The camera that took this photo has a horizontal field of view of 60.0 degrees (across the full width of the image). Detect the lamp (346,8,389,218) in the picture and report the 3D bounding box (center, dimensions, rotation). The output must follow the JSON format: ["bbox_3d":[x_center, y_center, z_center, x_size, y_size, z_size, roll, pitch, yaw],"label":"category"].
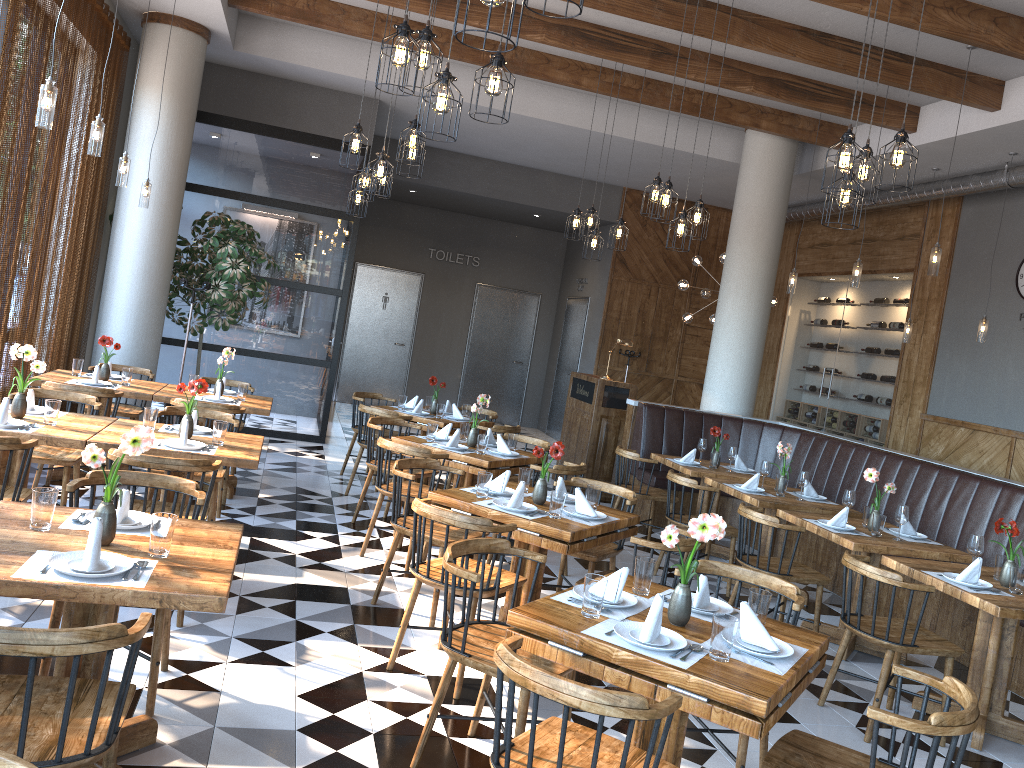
[{"bbox_3d":[-1.252,-2.544,8.024,0.175,2.069,0.175,9,1,-2],"label":"lamp"}]

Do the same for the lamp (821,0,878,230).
[{"bbox_3d":[1.854,-1.832,4.546,0.174,2.069,0.176,8,1,-44],"label":"lamp"}]

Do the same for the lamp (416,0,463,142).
[{"bbox_3d":[-0.173,-2.125,3.950,0.175,2.069,0.175,9,1,5],"label":"lamp"}]

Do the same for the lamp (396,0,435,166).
[{"bbox_3d":[-0.549,-2.549,6.116,0.174,2.069,0.175,9,1,-20],"label":"lamp"}]

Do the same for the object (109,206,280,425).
[{"bbox_3d":[-3.441,-0.744,9.260,1.630,2.590,1.385,8,2,-30],"label":"object"}]

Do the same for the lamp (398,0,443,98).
[{"bbox_3d":[-0.277,-2.386,4.129,0.175,2.069,0.175,9,1,5],"label":"lamp"}]

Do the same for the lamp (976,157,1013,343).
[{"bbox_3d":[4.602,-1.363,8.387,0.078,1.962,0.078,9,1,-28],"label":"lamp"}]

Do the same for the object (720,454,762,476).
[{"bbox_3d":[2.040,0.699,7.849,0.271,0.137,0.353,8,3,-14],"label":"object"}]

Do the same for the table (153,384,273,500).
[{"bbox_3d":[-2.423,0.476,7.120,0.849,0.763,0.853,9,2,-14],"label":"table"}]

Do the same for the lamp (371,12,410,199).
[{"bbox_3d":[-1.052,-2.755,8.183,0.175,2.069,0.175,9,1,-2],"label":"lamp"}]

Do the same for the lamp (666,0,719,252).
[{"bbox_3d":[1.412,-2.030,6.662,0.174,2.069,0.175,9,1,-31],"label":"lamp"}]

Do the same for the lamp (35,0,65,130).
[{"bbox_3d":[-2.286,-2.304,4.602,0.078,1.962,0.078,9,1,-7],"label":"lamp"}]

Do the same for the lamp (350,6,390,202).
[{"bbox_3d":[-1.261,-2.734,8.233,0.175,2.069,0.175,9,1,-13],"label":"lamp"}]

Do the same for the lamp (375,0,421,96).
[{"bbox_3d":[-0.358,-2.330,3.934,0.175,2.069,0.175,9,1,-6],"label":"lamp"}]

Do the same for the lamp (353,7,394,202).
[{"bbox_3d":[-1.151,-2.648,7.816,0.174,2.069,0.175,9,1,-35],"label":"lamp"}]

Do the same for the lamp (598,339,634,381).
[{"bbox_3d":[1.132,-0.145,9.827,0.444,0.756,0.170,8,2,-39],"label":"lamp"}]

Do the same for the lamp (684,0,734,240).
[{"bbox_3d":[1.572,-2.147,6.831,0.175,2.069,0.174,10,1,26],"label":"lamp"}]

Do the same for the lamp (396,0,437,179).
[{"bbox_3d":[-0.573,-2.509,6.325,0.174,2.069,0.175,9,1,-31],"label":"lamp"}]

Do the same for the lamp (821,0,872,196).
[{"bbox_3d":[1.776,-1.965,4.345,0.175,2.069,0.175,9,1,13],"label":"lamp"}]

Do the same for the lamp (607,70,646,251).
[{"bbox_3d":[1.168,-2.312,8.497,0.175,2.069,0.175,9,1,-4],"label":"lamp"}]

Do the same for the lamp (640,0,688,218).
[{"bbox_3d":[1.230,-2.297,6.722,0.174,2.069,0.175,9,1,-31],"label":"lamp"}]

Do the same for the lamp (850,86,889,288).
[{"bbox_3d":[3.250,-1.842,7.983,0.078,1.962,0.078,9,1,-28],"label":"lamp"}]

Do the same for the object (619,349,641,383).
[{"bbox_3d":[1.630,0.316,13.198,0.375,1.657,0.374,9,1,8],"label":"object"}]

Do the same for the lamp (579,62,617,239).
[{"bbox_3d":[0.915,-2.470,8.757,0.175,2.069,0.174,10,1,29],"label":"lamp"}]

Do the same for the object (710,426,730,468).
[{"bbox_3d":[1.801,0.553,7.802,0.156,0.355,0.171,9,2,-21],"label":"object"}]

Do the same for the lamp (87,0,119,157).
[{"bbox_3d":[-2.553,-2.449,5.724,0.078,1.962,0.078,9,1,-24],"label":"lamp"}]

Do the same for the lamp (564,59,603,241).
[{"bbox_3d":[0.761,-2.429,8.610,0.175,2.069,0.175,10,1,18],"label":"lamp"}]

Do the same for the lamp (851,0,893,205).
[{"bbox_3d":[2.013,-1.993,4.712,0.175,2.069,0.174,10,1,35],"label":"lamp"}]

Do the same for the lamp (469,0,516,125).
[{"bbox_3d":[0.059,-2.223,4.006,0.174,2.069,0.175,9,1,-28],"label":"lamp"}]

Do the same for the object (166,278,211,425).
[{"bbox_3d":[-3.178,-0.185,8.551,0.375,1.657,0.374,9,1,8],"label":"object"}]

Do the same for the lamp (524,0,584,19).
[{"bbox_3d":[0.287,-2.148,2.637,0.174,2.069,0.176,8,1,-39],"label":"lamp"}]

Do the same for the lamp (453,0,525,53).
[{"bbox_3d":[0.089,-1.996,2.512,0.174,2.069,0.175,9,1,-28],"label":"lamp"}]

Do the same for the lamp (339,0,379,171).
[{"bbox_3d":[-0.937,-2.509,6.083,0.175,2.069,0.174,10,1,37],"label":"lamp"}]

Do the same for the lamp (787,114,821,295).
[{"bbox_3d":[2.993,-1.885,9.005,0.078,1.962,0.078,10,1,18],"label":"lamp"}]

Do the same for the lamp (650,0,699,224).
[{"bbox_3d":[1.275,-2.221,6.523,0.174,2.069,0.176,8,1,-42],"label":"lamp"}]

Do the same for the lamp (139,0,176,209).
[{"bbox_3d":[-3.056,-2.504,7.705,0.078,1.962,0.078,10,1,18],"label":"lamp"}]

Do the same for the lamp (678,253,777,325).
[{"bbox_3d":[2.919,-1.566,11.719,1.190,2.190,1.158,10,2,37],"label":"lamp"}]

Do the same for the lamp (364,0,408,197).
[{"bbox_3d":[-0.789,-2.361,6.227,0.174,2.069,0.175,9,1,-20],"label":"lamp"}]

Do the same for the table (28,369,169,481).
[{"bbox_3d":[-3.243,0.355,6.913,0.849,0.763,0.853,9,2,-14],"label":"table"}]

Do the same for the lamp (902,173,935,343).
[{"bbox_3d":[4.346,-1.406,9.408,0.078,1.962,0.078,10,1,18],"label":"lamp"}]

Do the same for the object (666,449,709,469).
[{"bbox_3d":[1.535,0.624,7.731,0.271,0.137,0.353,8,3,-14],"label":"object"}]

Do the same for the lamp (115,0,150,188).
[{"bbox_3d":[-2.800,-2.460,6.684,0.078,1.962,0.078,9,1,-28],"label":"lamp"}]

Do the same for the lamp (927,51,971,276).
[{"bbox_3d":[3.496,-1.830,7.023,0.078,1.962,0.078,10,1,21],"label":"lamp"}]

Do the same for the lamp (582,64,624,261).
[{"bbox_3d":[0.931,-2.221,8.535,0.175,2.069,0.174,10,1,29],"label":"lamp"}]

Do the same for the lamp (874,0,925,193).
[{"bbox_3d":[2.119,-2.022,4.528,0.174,2.069,0.176,8,1,-44],"label":"lamp"}]
